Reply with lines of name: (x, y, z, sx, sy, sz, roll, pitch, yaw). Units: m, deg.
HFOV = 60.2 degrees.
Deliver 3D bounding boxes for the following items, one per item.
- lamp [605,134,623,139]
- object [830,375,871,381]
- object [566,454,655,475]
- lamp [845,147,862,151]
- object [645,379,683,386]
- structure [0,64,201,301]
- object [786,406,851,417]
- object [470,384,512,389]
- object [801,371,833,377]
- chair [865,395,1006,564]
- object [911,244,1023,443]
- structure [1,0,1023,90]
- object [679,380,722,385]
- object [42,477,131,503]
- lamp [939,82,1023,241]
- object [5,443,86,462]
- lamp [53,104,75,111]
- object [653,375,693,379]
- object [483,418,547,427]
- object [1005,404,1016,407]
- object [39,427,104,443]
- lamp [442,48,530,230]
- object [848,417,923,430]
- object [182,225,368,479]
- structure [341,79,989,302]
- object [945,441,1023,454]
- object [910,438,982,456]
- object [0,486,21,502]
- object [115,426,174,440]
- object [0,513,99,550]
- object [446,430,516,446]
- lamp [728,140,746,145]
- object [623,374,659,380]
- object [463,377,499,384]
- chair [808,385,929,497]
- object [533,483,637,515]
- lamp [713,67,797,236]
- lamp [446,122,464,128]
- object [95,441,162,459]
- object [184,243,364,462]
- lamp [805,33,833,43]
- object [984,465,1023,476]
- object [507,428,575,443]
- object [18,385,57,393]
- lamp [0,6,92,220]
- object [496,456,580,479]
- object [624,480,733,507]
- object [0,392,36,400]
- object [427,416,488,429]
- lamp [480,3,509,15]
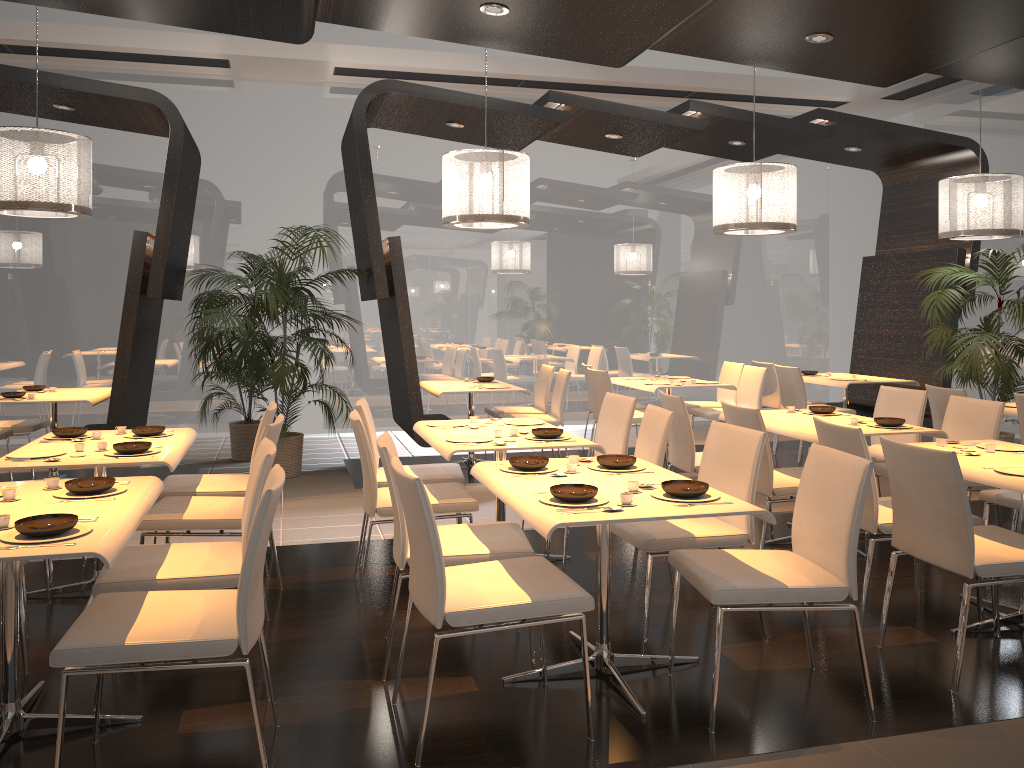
lamp: (0.941, -2.297, 8.153, 0.161, 0.056, 0.162, -2, 4, -20)
object: (3.231, -0.056, 8.430, 0.335, 0.038, 0.378, -2, 5, -20)
object: (0.401, 0.327, 3.709, 0.303, 0.044, 0.366, -1, 5, -16)
lamp: (3.391, -2.349, 8.788, 0.161, 0.056, 0.162, -2, 4, -20)
object: (1.369, -0.015, 7.929, 0.335, 0.038, 0.378, -2, 5, -20)
structure: (-5.475, -1.490, 6.485, 5.933, 1.727, 1.404, -1, 2, -15)
object: (1.945, 0.167, 5.665, 0.303, 0.044, 0.366, -1, 5, -16)
object: (-0.196, 0.012, 7.597, 0.335, 0.038, 0.378, -2, 5, -25)
object: (3.082, -0.108, 9.029, 0.303, 0.044, 0.366, -1, 5, -16)
chair: (2.450, 0.522, 5.103, 0.605, 0.869, 0.484, 0, 1, -12)
object: (4.182, -0.270, 7.532, 1.504, 2.059, 1.564, 0, 2, -1)
structure: (0.153, -1.297, 4.080, 10.662, 1.735, 2.909, -1, 4, -15)
object: (1.703, -0.028, 8.090, 0.335, 0.038, 0.378, -2, 5, -25)
object: (-1.552, 0.369, 3.198, 0.303, 0.044, 0.366, -1, 5, -16)
lamp: (3.907, -2.181, 7.373, 0.627, 1.929, 0.627, 0, 1, 17)
object: (-2.099, 0.308, 3.987, 0.335, 0.038, 0.378, -2, 5, -20)
lamp: (-3.542, -2.203, 6.991, 0.161, 0.056, 0.162, -2, 4, -20)
object: (1.563, -0.078, 8.690, 0.335, 0.038, 0.378, -2, 5, -25)
object: (0.009, 0.210, 5.182, 0.335, 0.038, 0.378, -2, 5, -25)
object: (3.558, 0.140, 6.037, 0.335, 0.038, 0.378, -2, 5, -20)
object: (-2.258, 0.256, 4.572, 0.303, 0.044, 0.366, -1, 5, -16)
lamp: (-0.185, -2.095, 6.313, 0.627, 1.929, 0.627, 0, 1, 13)
object: (2.108, 0.219, 5.037, 0.303, 0.044, 0.366, -1, 5, -16)
object: (-1.900, -0.252, 7.303, 1.561, 2.059, 1.507, -1, 2, -21)
structure: (1.458, -1.636, 8.281, 5.933, 1.727, 1.404, -1, 2, -15)
object: (2.290, 0.287, 4.241, 0.335, 0.038, 0.378, -2, 5, -25)
object: (1.992, 0.295, 4.145, 0.335, 0.038, 0.378, -2, 5, -20)
object: (-1.872, 0.377, 3.105, 0.303, 0.044, 0.366, -1, 5, -16)
object: (-1.944, 0.249, 4.659, 0.303, 0.044, 0.366, -1, 5, -16)
object: (-1.397, 0.418, 2.605, 0.303, 0.044, 0.366, -1, 5, -16)
object: (-0.155, 0.270, 4.452, 0.335, 0.038, 0.378, -2, 5, -20)
lamp: (2.156, -2.323, 8.468, 0.161, 0.056, 0.162, -2, 4, -20)
object: (1.245, -0.064, 8.526, 0.335, 0.038, 0.378, -2, 5, -20)
object: (-0.280, -0.038, 8.167, 0.303, 0.044, 0.366, -1, 5, -16)
chair: (2.345, 0.466, 5.791, 0.605, 0.869, 0.484, -1, 1, -17)
object: (0.249, 0.383, 3.035, 0.303, 0.044, 0.366, -1, 5, -16)
lamp: (1.877, -2.138, 6.847, 0.627, 1.929, 0.627, 0, 1, 13)
lamp: (-0.501, -2.294, 7.779, 0.160, 0.054, 0.161, -1, 4, -9)
object: (-1.783, 0.296, 4.089, 0.303, 0.044, 0.366, -1, 5, -16)
object: (-2.385, -0.333, 8.296, 1.562, 2.059, 1.506, 1, 2, 37)
lamp: (1.845, -2.093, 5.311, 0.161, 0.050, 0.162, -1, 4, -9)
object: (2.146, 0.344, 3.551, 0.335, 0.038, 0.378, -2, 5, -20)
object: (0.147, 0.256, 4.575, 0.303, 0.044, 0.366, -1, 5, -16)
object: (-3.870, 0.039, 7.215, 0.303, 0.044, 0.366, -2, 5, -20)
lamp: (-3.000, -2.035, 5.583, 0.627, 1.929, 0.627, -1, 1, -43)
object: (0.105, 0.333, 3.638, 0.303, 0.044, 0.366, -1, 5, -16)
object: (0.576, 0.374, 3.142, 0.303, 0.044, 0.366, -1, 5, -16)
object: (-3.712, 0.088, 6.629, 0.303, 0.044, 0.366, -1, 5, -16)
object: (-0.310, 0.221, 5.046, 0.335, 0.038, 0.378, -2, 5, -20)
lamp: (-0.096, -2.052, 4.808, 0.160, 0.050, 0.161, -2, 5, -20)
